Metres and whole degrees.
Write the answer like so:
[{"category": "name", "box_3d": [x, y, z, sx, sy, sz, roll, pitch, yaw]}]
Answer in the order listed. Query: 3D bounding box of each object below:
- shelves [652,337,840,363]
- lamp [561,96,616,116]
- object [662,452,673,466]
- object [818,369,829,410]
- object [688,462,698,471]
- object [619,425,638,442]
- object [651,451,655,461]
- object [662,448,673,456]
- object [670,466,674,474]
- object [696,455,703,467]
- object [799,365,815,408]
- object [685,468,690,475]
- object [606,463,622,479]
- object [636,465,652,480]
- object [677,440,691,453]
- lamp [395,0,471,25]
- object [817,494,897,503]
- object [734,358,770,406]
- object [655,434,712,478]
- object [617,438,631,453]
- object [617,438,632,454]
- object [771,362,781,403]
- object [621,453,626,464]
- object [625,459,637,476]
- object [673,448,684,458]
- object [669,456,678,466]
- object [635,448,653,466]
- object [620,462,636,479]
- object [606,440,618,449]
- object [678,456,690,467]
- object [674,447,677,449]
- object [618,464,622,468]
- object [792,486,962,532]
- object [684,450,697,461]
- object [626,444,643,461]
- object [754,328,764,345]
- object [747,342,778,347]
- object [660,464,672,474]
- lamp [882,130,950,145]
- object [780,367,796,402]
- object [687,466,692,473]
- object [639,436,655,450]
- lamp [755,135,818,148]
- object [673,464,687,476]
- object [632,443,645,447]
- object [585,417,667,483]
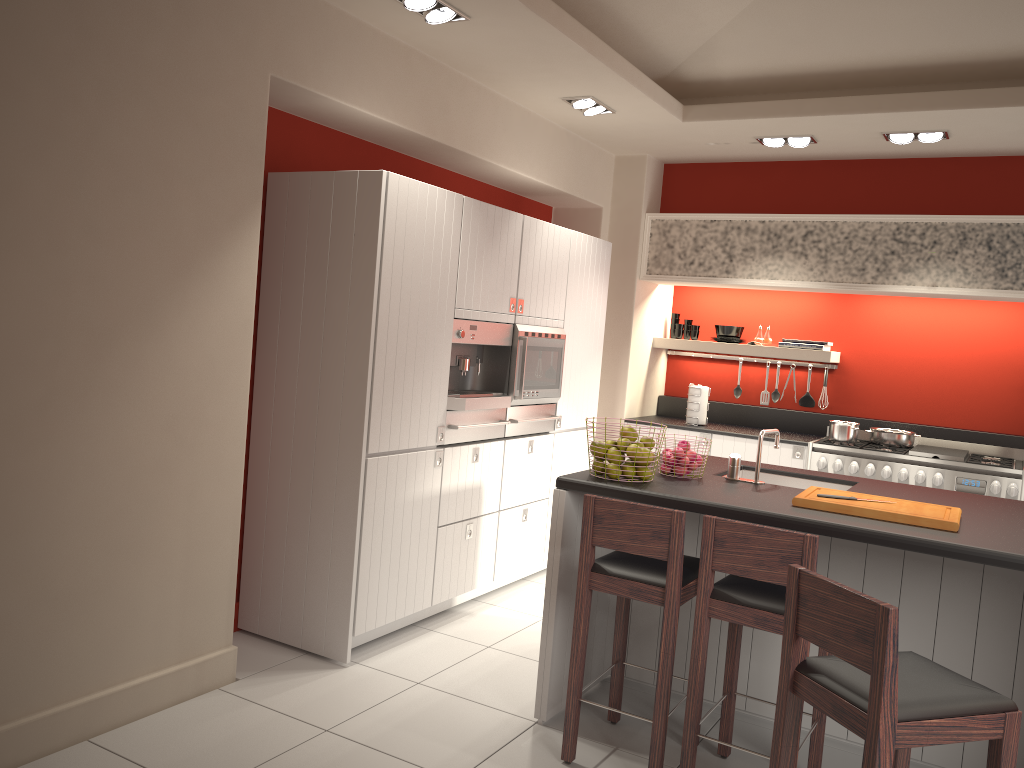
[{"category": "shelves", "box_3d": [1.808, -0.267, 6.929, 1.379, 0.083, 0.376, 7, 4, 30]}, {"category": "lamp", "box_3d": [0.467, -1.689, 5.368, 0.199, 0.084, 0.361, 7, 4, 30]}, {"category": "object", "box_3d": [0.691, 0.331, 3.905, 0.059, 0.059, 0.060, 8, 4, 41]}, {"category": "object", "box_3d": [2.384, 0.034, 6.761, 0.069, 0.328, 0.069, 5, 3, 7]}, {"category": "object", "box_3d": [0.793, 0.358, 3.894, 0.046, 0.043, 0.046, 4, 3, -21]}, {"category": "object", "box_3d": [0.490, 0.211, 3.718, 0.078, 0.080, 0.078, 7, 4, 30]}, {"category": "object", "box_3d": [0.570, 0.305, 3.717, 0.057, 0.057, 0.055, 6, 3, 21]}, {"category": "object", "box_3d": [0.693, 0.310, 3.949, 0.049, 0.049, 0.048, 7, 4, 37]}, {"category": "object", "box_3d": [0.715, 0.374, 3.936, 0.050, 0.049, 0.049, 4, 3, -4]}, {"category": "object", "box_3d": [0.823, 0.344, 3.944, 0.055, 0.056, 0.055, 7, 4, 39]}, {"category": "object", "box_3d": [2.289, 0.016, 6.837, 0.123, 0.330, 0.040, 7, 4, 30]}, {"category": "object", "box_3d": [0.768, 0.385, 3.923, 0.040, 0.039, 0.039, 4, 3, -12]}, {"category": "object", "box_3d": [0.414, 0.355, 3.620, 0.068, 0.068, 0.068, 8, 4, 41]}, {"category": "object", "box_3d": [0.544, 0.363, 3.657, 0.068, 0.068, 0.068, 8, 4, 41]}, {"category": "object", "box_3d": [0.756, 0.275, 3.903, 0.056, 0.058, 0.056, 4, 3, -15]}, {"category": "lamp", "box_3d": [-0.360, -1.681, 3.921, 0.199, 0.103, 0.361, 7, 4, 30]}, {"category": "object", "box_3d": [1.326, 0.441, 3.417, 0.302, 0.010, 0.035, 5, 3, 0]}, {"category": "object", "box_3d": [1.908, -0.018, 7.029, 0.287, 0.351, 0.022, 7, 4, 31]}, {"category": "object", "box_3d": [0.754, 0.319, 3.925, 0.248, 0.168, 0.248, 6, 3, 17]}, {"category": "object", "box_3d": [0.465, 0.255, 3.667, 0.057, 0.061, 0.062, 8, 5, 44]}, {"category": "object", "box_3d": [0.482, 0.258, 3.773, 0.078, 0.076, 0.071, 5, 3, -1]}, {"category": "object", "box_3d": [2.074, -0.012, 6.937, 0.067, 0.323, 0.022, 6, 4, 28]}, {"category": "object", "box_3d": [0.451, 0.314, 3.779, 0.064, 0.060, 0.064, 6, 4, 24]}, {"category": "object", "box_3d": [0.516, 0.349, 3.738, 0.084, 0.079, 0.086, 4, 3, -15]}, {"category": "object", "box_3d": [0.722, 0.300, 3.850, 0.048, 0.046, 0.048, 4, 3, -15]}, {"category": "object", "box_3d": [0.703, 0.336, 3.864, 0.041, 0.041, 0.040, 3, 4, -24]}, {"category": "object", "box_3d": [0.541, 0.304, 3.664, 0.082, 0.082, 0.082, 5, 3, -3]}, {"category": "object", "box_3d": [0.482, 0.358, 3.667, 0.068, 0.068, 0.068, 8, 4, 41]}, {"category": "object", "box_3d": [0.418, 0.265, 3.733, 0.057, 0.061, 0.062, 8, 5, 44]}, {"category": "object", "box_3d": [0.746, 0.337, 3.850, 0.048, 0.046, 0.048, 4, 3, -11]}, {"category": "object", "box_3d": [0.737, 0.302, 3.942, 0.041, 0.044, 0.045, 5, 3, -1]}, {"category": "object", "box_3d": [0.443, 0.359, 3.732, 0.055, 0.054, 0.053, 7, 4, 33]}, {"category": "object", "box_3d": [1.402, 0.471, 3.400, 0.570, 0.033, 0.372, 7, 4, 28]}, {"category": "object", "box_3d": [0.782, 0.315, 3.879, 0.051, 0.055, 0.056, 8, 5, 44]}, {"category": "object", "box_3d": [0.500, 0.278, 3.620, 0.067, 0.068, 0.067, 4, 3, -8]}, {"category": "object", "box_3d": [1.906, -0.364, 6.827, 0.076, 0.131, 0.076, 4, 3, -18]}, {"category": "object", "box_3d": [1.939, -0.307, 6.854, 0.183, 0.027, 0.160, 3, 4, -32]}, {"category": "object", "box_3d": [0.679, 0.372, 3.910, 0.050, 0.049, 0.049, 4, 3, -4]}, {"category": "lamp", "box_3d": [2.476, -1.536, 5.431, 0.361, 0.104, 0.199, 7, 4, 30]}, {"category": "object", "box_3d": [2.160, -0.006, 6.890, 0.124, 0.296, 0.009, 7, 4, 30]}, {"category": "object", "box_3d": [0.788, 0.377, 3.982, 0.050, 0.049, 0.049, 4, 3, -4]}, {"category": "object", "box_3d": [0.570, 0.251, 3.741, 0.067, 0.064, 0.067, 7, 4, 30]}, {"category": "lamp", "box_3d": [1.801, -1.614, 5.817, 0.361, 0.109, 0.199, 7, 4, 30]}, {"category": "object", "box_3d": [0.735, 0.373, 3.882, 0.062, 0.057, 0.061, 7, 4, 30]}, {"category": "object", "box_3d": [0.526, 0.266, 3.708, 0.056, 0.054, 0.057, 5, 3, 1]}, {"category": "object", "box_3d": [0.464, 0.273, 3.703, 0.341, 0.232, 0.341, 3, 4, -27]}]
